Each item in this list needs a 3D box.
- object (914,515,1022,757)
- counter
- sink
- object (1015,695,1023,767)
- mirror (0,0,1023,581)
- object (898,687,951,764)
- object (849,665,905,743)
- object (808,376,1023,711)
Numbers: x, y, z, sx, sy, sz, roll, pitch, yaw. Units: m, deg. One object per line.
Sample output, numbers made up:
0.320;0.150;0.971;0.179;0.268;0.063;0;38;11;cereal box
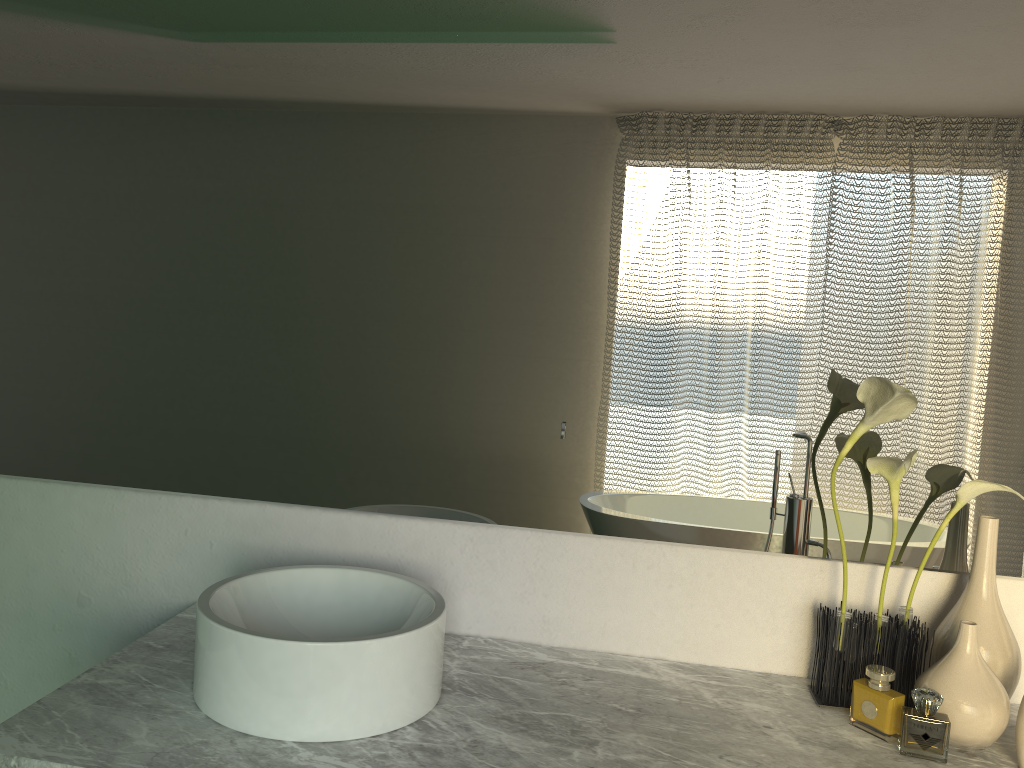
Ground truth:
0.664;0.351;1.275;0.123;0.305;0.234;6;5;35;object
0.493;0.550;1.150;2.278;0.101;0.582;4;4;10;counter
-0.278;0.378;1.297;0.361;0.131;0.353;4;4;11;sink
0.703;0.433;1.158;0.070;0.158;0.071;3;4;-8;object
0.129;-0.321;1.458;4.114;1.152;0.017;4;4;10;mirror
0.554;0.454;1.187;0.058;0.090;0.038;5;4;19;object
0.518;0.449;1.254;0.038;0.092;0.067;1;4;-31;object
0.597;0.243;1.314;0.241;0.504;0.190;3;4;-13;object
